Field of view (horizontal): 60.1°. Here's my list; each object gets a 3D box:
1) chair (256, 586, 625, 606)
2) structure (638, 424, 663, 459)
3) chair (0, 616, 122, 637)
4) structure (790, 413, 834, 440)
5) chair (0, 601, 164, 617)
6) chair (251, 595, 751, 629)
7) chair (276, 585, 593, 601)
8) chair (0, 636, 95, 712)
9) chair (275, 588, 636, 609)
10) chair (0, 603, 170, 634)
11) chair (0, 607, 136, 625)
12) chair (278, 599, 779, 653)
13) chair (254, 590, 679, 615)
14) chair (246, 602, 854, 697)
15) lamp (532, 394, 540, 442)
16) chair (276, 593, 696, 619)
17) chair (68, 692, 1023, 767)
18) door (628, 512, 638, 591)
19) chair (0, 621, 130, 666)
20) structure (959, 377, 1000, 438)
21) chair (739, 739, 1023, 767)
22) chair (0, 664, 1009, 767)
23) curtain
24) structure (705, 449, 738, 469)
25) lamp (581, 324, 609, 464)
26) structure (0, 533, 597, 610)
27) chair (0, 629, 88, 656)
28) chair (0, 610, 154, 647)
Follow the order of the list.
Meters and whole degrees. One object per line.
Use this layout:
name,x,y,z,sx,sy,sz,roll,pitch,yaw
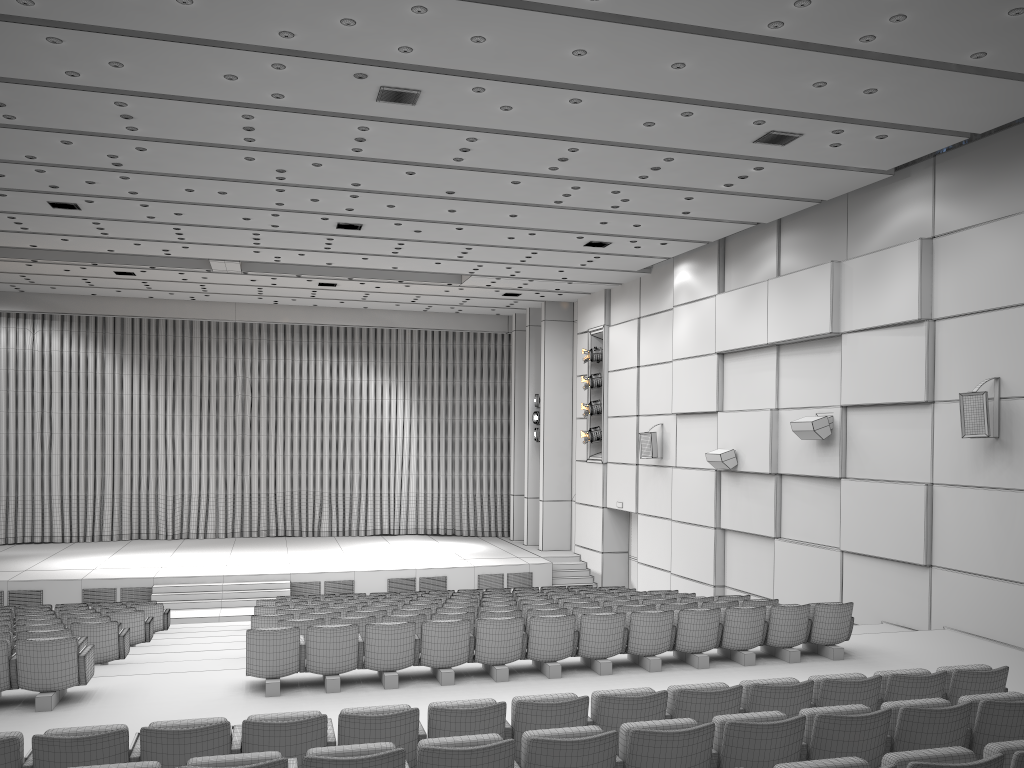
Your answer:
chair,-1.099,3.966,15.671,6.602,0.621,0.612,2,-2,-15
structure,2.928,1.201,18.608,0.409,0.744,0.411,0,0,32
chair,-7.902,3.119,10.387,6.052,0.621,0.612,2,-2,-15
structure,4.627,0.648,13.577,0.471,0.417,0.520,1,-2,-19
chair,-9.035,3.973,14.652,6.052,0.621,0.612,2,-2,-15
chair,0.066,3.113,11.421,6.602,0.621,0.612,2,-2,-15
chair,-1.341,4.181,16.753,6.052,0.621,0.612,2,-2,-15
chair,-7.045,2.479,7.194,6.602,0.621,0.612,2,-2,-15
chair,-0.791,3.753,14.613,6.052,0.621,0.612,2,-2,-15
chair,-8.792,3.758,13.570,6.602,0.621,0.612,2,-2,-15
chair,-8.484,3.545,12.512,6.052,0.621,0.612,2,-2,-15
chair,0.374,2.900,10.363,6.052,0.621,0.612,2,-2,-15
chair,-0.516,3.539,13.546,6.602,0.621,0.612,2,-2,-15
chair,0.649,2.687,9.296,6.602,0.621,0.612,2,-2,-15
lamp,0.781,0.923,23.993,0.437,1.478,0.385,0,0,-19
chair,-0.208,3.327,12.488,6.052,0.621,0.612,2,-2,-15
chair,-2.373,2.027,3.988,13.754,0.621,0.612,2,-2,-15
door,3.035,4.039,20.660,0.085,2.177,1.699,0,-1,-15
chair,-7.627,2.905,9.320,6.602,0.621,0.612,2,-2,-15
structure,5.626,0.285,10.649,0.409,0.744,0.411,0,0,32
chair,-2.108,1.813,2.919,13.204,0.621,0.612,2,-2,-15
chair,-2.690,2.239,5.044,13.204,0.621,0.612,2,-2,-15
curtain,-7.812,1.191,25.193,16.135,6.518,1.429,1,0,-15
structure,3.828,1.327,15.989,0.471,0.417,0.520,1,-2,-18
lamp,2.080,0.272,21.688,0.755,3.339,1.021,0,0,-19
structure,-6.976,4.697,22.208,17.825,0.845,8.326,2,-4,-15
chair,-7.319,2.693,8.262,6.052,0.621,0.612,2,-2,-15
chair,-8.210,3.332,11.445,6.602,0.621,0.612,2,-2,-15
